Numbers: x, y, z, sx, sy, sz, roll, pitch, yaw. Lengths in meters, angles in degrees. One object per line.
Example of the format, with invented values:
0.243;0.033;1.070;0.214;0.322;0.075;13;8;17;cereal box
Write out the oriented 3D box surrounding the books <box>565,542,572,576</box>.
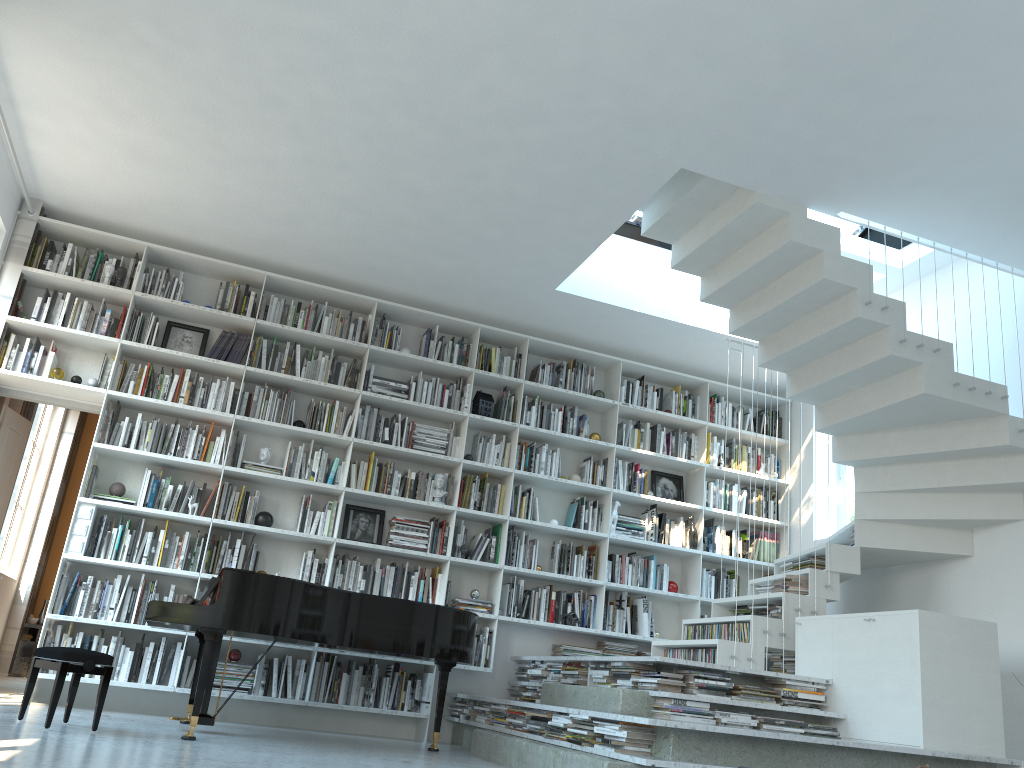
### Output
0.429;1.398;7.006;0.007;0.284;0.160;13;-20;-17;books

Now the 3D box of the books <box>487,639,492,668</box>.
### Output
-0.189;1.976;6.499;0.012;0.205;0.161;13;-20;-17;books

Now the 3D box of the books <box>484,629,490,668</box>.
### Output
-0.211;1.940;6.503;0.015;0.270;0.158;13;-20;-17;books

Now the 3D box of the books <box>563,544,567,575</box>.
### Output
0.388;1.399;6.983;0.008;0.258;0.159;13;-20;-17;books

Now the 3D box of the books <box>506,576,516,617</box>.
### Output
-0.020;1.624;6.737;0.010;0.315;0.187;13;-20;-17;books

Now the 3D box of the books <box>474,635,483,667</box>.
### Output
-0.264;1.941;6.452;0.026;0.224;0.175;13;-20;-17;books

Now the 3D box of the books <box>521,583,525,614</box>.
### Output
0.047;1.662;6.762;0.010;0.276;0.174;13;-20;-17;books

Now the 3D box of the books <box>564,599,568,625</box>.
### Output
0.388;1.774;6.872;0.022;0.210;0.136;13;-20;-17;books

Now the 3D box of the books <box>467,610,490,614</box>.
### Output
-0.306;1.693;6.566;0.285;0.012;0.160;12;-20;-14;books

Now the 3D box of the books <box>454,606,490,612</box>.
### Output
-0.304;1.671;6.576;0.254;0.012;0.161;11;-20;-11;books

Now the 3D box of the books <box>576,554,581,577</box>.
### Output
0.497;1.450;6.998;0.015;0.194;0.176;13;-20;-17;books

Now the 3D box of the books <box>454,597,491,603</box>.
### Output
-0.296;1.612;6.589;0.254;0.012;0.161;10;-19;-9;books

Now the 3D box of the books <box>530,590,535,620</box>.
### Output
0.129;1.706;6.799;0.029;0.234;0.143;13;-20;-17;books

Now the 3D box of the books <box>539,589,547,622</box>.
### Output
0.207;1.709;6.808;0.025;0.251;0.182;13;-20;-17;books

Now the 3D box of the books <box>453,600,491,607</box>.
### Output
-0.298;1.634;6.580;0.254;0.012;0.161;13;-20;-17;books

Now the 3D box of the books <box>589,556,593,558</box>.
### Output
0.596;1.472;7.043;0.016;0.204;0.142;13;-20;-17;books

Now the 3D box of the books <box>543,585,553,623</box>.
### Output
0.262;1.701;6.828;0.012;0.292;0.175;13;-20;-17;books

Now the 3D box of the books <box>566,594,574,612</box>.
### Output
0.430;1.764;6.886;0.012;0.248;0.165;13;-20;-17;books

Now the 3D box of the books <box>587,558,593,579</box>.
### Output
0.590;1.473;7.010;0.016;0.180;0.190;13;-20;-17;books

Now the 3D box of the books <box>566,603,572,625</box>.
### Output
0.410;1.792;6.868;0.025;0.180;0.169;13;-20;-17;books

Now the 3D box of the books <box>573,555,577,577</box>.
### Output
0.461;1.445;6.974;0.018;0.181;0.182;13;-20;-17;books

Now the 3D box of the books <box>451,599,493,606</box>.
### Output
-0.299;1.625;6.592;0.285;0.012;0.160;11;-20;-13;books

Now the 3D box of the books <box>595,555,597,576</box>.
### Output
0.640;1.473;7.076;0.007;0.234;0.132;13;-20;-17;books

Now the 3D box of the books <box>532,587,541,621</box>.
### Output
0.175;1.698;6.811;0.014;0.267;0.172;13;-20;-17;books

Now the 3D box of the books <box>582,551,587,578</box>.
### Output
0.537;1.442;7.014;0.018;0.228;0.182;13;-20;-17;books

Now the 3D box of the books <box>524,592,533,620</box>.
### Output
0.112;1.708;6.781;0.011;0.216;0.176;13;-20;-17;books

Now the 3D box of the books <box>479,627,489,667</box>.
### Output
-0.220;1.924;6.481;0.021;0.284;0.173;13;-20;-17;books

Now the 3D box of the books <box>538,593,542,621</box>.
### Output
0.183;1.725;6.813;0.012;0.220;0.153;13;-20;-17;books

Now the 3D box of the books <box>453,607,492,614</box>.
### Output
-0.306;1.683;6.575;0.285;0.012;0.160;11;-20;-12;books

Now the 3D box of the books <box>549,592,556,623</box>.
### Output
0.279;1.729;6.829;0.031;0.243;0.185;13;-20;-17;books

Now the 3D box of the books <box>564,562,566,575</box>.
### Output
0.397;1.432;6.998;0.031;0.208;0.122;13;-20;-17;books

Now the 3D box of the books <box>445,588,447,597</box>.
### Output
-0.524;1.562;6.593;0.027;0.228;0.141;13;-20;-17;books

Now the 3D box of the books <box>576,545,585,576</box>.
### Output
0.529;1.419;7.018;0.006;0.273;0.173;13;-20;-17;books

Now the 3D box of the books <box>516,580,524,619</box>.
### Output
0.032;1.647;6.750;0.030;0.293;0.189;13;-20;-17;books

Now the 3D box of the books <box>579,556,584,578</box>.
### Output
0.513;1.458;6.997;0.019;0.182;0.191;13;-20;-17;books

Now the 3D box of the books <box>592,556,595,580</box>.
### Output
0.613;1.473;7.039;0.013;0.203;0.159;13;-20;-17;books

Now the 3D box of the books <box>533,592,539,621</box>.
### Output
0.154;1.714;6.802;0.024;0.227;0.160;13;-20;-17;books

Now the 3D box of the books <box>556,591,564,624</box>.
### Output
0.347;1.738;6.858;0.026;0.261;0.174;13;-20;-17;books

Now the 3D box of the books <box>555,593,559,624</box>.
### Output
0.319;1.746;6.863;0.021;0.241;0.131;13;-20;-17;books

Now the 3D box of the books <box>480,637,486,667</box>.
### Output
-0.236;1.953;6.458;0.011;0.211;0.179;13;-20;-17;books

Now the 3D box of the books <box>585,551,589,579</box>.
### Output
0.566;1.452;7.036;0.021;0.231;0.155;13;-20;-17;books

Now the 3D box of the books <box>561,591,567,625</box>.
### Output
0.369;1.745;6.872;0.026;0.262;0.170;13;-20;-17;books

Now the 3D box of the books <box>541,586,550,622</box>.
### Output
0.243;1.708;6.843;0.012;0.284;0.160;13;-20;-17;books

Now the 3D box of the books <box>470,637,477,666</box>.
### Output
-0.292;1.954;6.464;0.013;0.201;0.139;13;-20;-17;books

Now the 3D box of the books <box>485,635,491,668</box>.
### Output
-0.195;1.957;6.489;0.013;0.232;0.149;13;-20;-17;books

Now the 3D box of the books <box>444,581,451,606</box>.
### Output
-0.499;1.577;6.601;0.030;0.209;0.137;13;-20;-17;books

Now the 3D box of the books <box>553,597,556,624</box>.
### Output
0.300;1.742;6.849;0.025;0.237;0.157;13;-20;-17;books

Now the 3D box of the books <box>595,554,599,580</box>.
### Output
0.649;1.477;7.068;0.009;0.223;0.146;13;-20;-17;books

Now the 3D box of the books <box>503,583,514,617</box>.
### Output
-0.038;1.646;6.723;0.023;0.261;0.187;13;-20;-17;books

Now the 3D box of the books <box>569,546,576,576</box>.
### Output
0.448;1.409;6.981;0.018;0.250;0.184;13;-20;-17;books

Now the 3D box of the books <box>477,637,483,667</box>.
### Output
-0.252;1.949;6.472;0.012;0.225;0.149;13;-20;-17;books

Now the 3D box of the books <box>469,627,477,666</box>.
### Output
-0.308;1.904;6.475;0.032;0.299;0.149;13;-20;-17;books

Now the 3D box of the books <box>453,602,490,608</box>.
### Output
-0.302;1.649;6.586;0.254;0.012;0.161;11;-20;-12;books

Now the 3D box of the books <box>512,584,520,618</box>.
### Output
0.005;1.659;6.738;0.023;0.255;0.178;13;-20;-17;books

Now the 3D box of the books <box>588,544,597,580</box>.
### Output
0.630;1.431;7.050;0.007;0.294;0.162;13;-20;-17;books

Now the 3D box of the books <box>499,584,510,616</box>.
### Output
-0.062;1.651;6.734;0.012;0.253;0.161;13;-20;-17;books

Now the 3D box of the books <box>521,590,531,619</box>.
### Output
0.078;1.693;6.771;0.065;0.230;0.162;13;-20;-17;books

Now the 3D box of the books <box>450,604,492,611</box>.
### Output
-0.302;1.659;6.578;0.285;0.012;0.160;12;-20;-14;books
